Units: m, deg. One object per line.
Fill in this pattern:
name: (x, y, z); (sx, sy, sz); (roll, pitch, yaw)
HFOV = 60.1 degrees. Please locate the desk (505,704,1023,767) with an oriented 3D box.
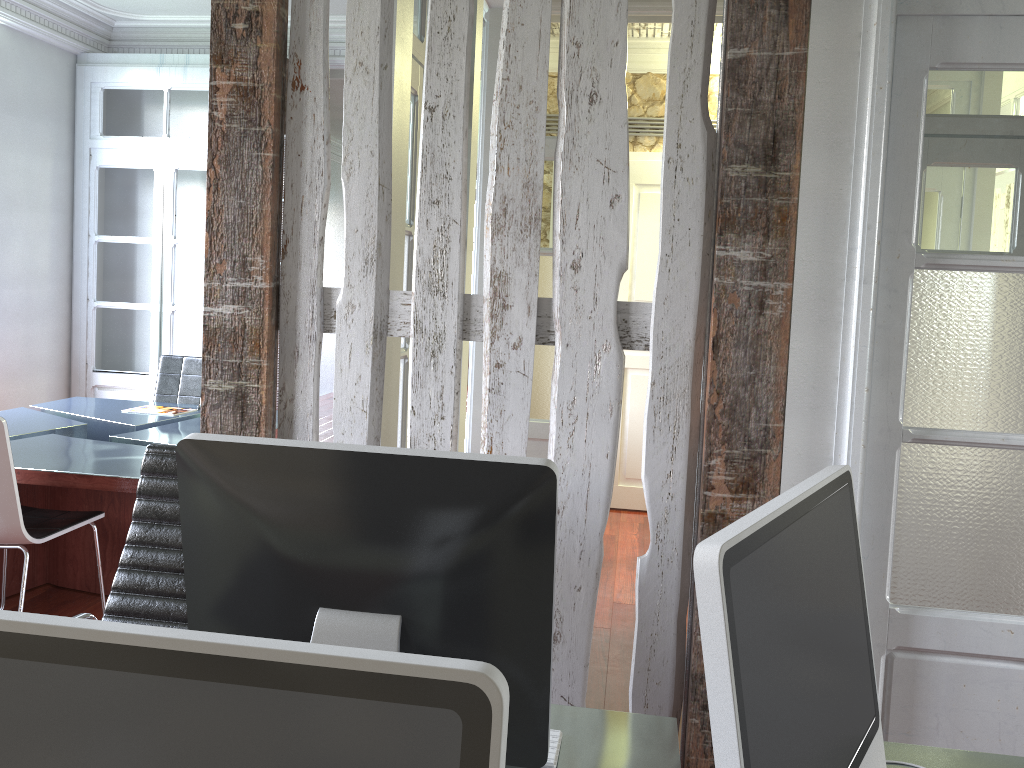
desk: (-0.544, 0.931, 0.921); (2.508, 0.725, 1.306); (4, 6, 8)

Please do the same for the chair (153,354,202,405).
chair: (-1.904, 0.325, 4.904); (0.475, 0.916, 0.604); (3, 4, 8)

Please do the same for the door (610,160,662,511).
door: (0.678, -0.308, 5.652); (0.869, 2.211, 0.146); (3, 3, 8)

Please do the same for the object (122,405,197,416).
object: (-1.884, 0.143, 4.738); (0.307, 0.012, 0.224); (4, 7, 13)

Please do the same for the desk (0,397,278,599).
desk: (-1.938, 0.533, 4.184); (1.446, 0.651, 1.719); (3, 6, 8)

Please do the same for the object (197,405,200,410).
object: (-1.729, 0.129, 4.881); (0.011, 0.011, 0.150); (1, 7, -16)

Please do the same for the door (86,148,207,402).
door: (-2.279, -0.426, 5.771); (1.161, 2.174, 0.041); (3, 3, 8)

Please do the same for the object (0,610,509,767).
object: (-0.253, 0.382, 0.523); (0.484, 0.483, 0.190); (3, 4, 8)

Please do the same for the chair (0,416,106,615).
chair: (-1.844, 0.521, 3.209); (0.475, 0.916, 0.604); (3, 4, 8)

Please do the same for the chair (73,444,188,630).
chair: (-0.710, 0.686, 1.754); (0.665, 1.019, 0.702); (3, 4, 2)

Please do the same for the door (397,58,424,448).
door: (-0.379, -0.047, 3.203); (0.041, 2.172, 1.061); (3, 4, 8)

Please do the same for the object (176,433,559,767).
object: (-0.193, 0.317, 1.114); (0.484, 0.483, 0.190); (3, 4, 8)

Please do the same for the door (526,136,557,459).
door: (-0.072, -0.240, 5.024); (0.482, 2.175, 1.192); (2, 4, -18)

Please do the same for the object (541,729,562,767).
object: (-0.146, 0.528, 1.344); (0.439, 0.017, 0.119); (4, 7, 8)

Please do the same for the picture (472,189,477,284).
picture: (0.110, -1.599, 11.877); (1.580, 1.981, 0.127); (3, 3, 8)

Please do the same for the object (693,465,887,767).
object: (0.289, 0.358, 0.943); (0.190, 0.483, 0.484); (5, 5, 33)
